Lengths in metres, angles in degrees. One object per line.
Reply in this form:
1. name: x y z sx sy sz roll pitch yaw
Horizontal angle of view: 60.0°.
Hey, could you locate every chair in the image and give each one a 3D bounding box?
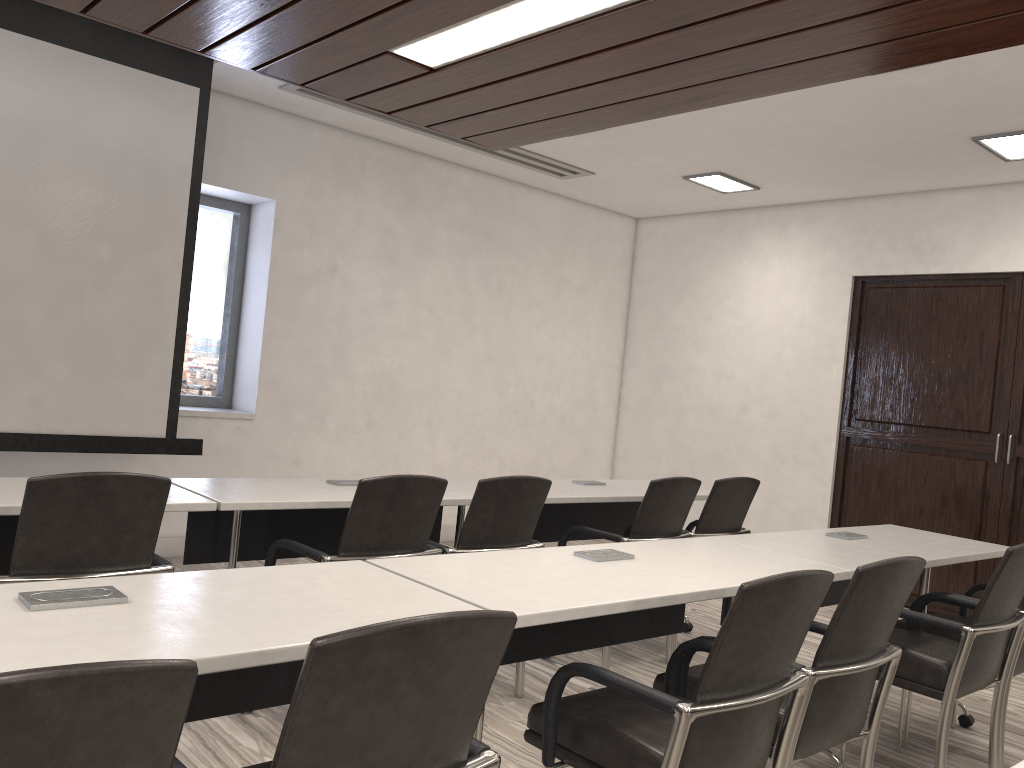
1. chair: -0.215 0.799 3.648 0.513 0.939 0.638 6 0 -41
2. chair: 0.903 0.910 4.661 0.513 0.939 0.638 6 0 -41
3. chair: -0.751 0.745 1.162 0.513 0.939 0.638 6 0 -41
4. chair: 1.888 1.008 3.538 0.513 0.939 0.638 6 0 -41
5. chair: 0.765 0.896 2.540 0.513 0.939 0.638 6 0 -42
6. chair: 0.524 0.872 4.305 0.513 0.939 0.638 6 0 -42
7. chair: -0.368 0.783 1.528 0.513 0.939 0.638 6 0 -43
8. chair: -0.609 0.759 3.302 0.513 0.939 0.638 6 0 -43
9. chair: 0.384 0.858 2.187 0.513 0.939 0.638 6 0 -42
10. chair: -1.356 0.685 2.647 0.513 0.939 0.638 6 0 -42
11. chair: 1.505 0.970 3.195 0.513 0.939 0.638 6 0 -42

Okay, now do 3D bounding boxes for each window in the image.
1. window: -4.509 -0.796 3.877 6.968 1.419 0.118 6 0 -42

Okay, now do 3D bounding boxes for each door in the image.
1. door: 3.255 0.430 5.814 0.200 2.323 2.329 6 0 -42

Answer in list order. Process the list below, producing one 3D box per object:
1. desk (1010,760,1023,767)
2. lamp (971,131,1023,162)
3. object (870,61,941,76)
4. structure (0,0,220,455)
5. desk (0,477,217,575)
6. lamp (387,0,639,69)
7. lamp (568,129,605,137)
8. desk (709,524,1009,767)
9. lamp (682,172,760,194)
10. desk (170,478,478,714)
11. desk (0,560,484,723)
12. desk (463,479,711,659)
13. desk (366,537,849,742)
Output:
1. desk: 1.328 1.024 1.504 1.509 0.795 0.577 6 0 -42
2. lamp: 2.903 -1.408 5.064 0.519 0.120 0.324 6 0 -42
3. object: 1.630 -1.535 3.928 0.519 0.120 0.324 6 0 -42
4. structure: -2.960 -0.890 3.819 3.550 2.329 0.438 6 0 -42
5. desk: -1.798 0.714 2.748 1.509 0.795 0.577 6 0 -42
6. lamp: -4.983 -1.967 0.411 12.001 0.552 1.499 6 0 -25
7. lamp: 0.287 -1.668 5.447 0.519 0.120 0.324 6 0 -42
8. desk: 1.451 1.036 3.645 1.509 0.795 0.577 6 0 -42
9. lamp: 1.561 -1.542 6.584 0.519 0.120 0.324 6 0 -42
10. desk: -0.665 0.826 3.759 1.509 0.795 0.577 6 0 -42
11. desk: -0.809 0.812 1.629 1.509 0.795 0.577 6 0 -42
12. desk: 0.461 0.938 4.764 1.509 0.795 0.577 6 0 -42
13. desk: 0.324 0.924 2.640 1.509 0.795 0.577 6 0 -42
